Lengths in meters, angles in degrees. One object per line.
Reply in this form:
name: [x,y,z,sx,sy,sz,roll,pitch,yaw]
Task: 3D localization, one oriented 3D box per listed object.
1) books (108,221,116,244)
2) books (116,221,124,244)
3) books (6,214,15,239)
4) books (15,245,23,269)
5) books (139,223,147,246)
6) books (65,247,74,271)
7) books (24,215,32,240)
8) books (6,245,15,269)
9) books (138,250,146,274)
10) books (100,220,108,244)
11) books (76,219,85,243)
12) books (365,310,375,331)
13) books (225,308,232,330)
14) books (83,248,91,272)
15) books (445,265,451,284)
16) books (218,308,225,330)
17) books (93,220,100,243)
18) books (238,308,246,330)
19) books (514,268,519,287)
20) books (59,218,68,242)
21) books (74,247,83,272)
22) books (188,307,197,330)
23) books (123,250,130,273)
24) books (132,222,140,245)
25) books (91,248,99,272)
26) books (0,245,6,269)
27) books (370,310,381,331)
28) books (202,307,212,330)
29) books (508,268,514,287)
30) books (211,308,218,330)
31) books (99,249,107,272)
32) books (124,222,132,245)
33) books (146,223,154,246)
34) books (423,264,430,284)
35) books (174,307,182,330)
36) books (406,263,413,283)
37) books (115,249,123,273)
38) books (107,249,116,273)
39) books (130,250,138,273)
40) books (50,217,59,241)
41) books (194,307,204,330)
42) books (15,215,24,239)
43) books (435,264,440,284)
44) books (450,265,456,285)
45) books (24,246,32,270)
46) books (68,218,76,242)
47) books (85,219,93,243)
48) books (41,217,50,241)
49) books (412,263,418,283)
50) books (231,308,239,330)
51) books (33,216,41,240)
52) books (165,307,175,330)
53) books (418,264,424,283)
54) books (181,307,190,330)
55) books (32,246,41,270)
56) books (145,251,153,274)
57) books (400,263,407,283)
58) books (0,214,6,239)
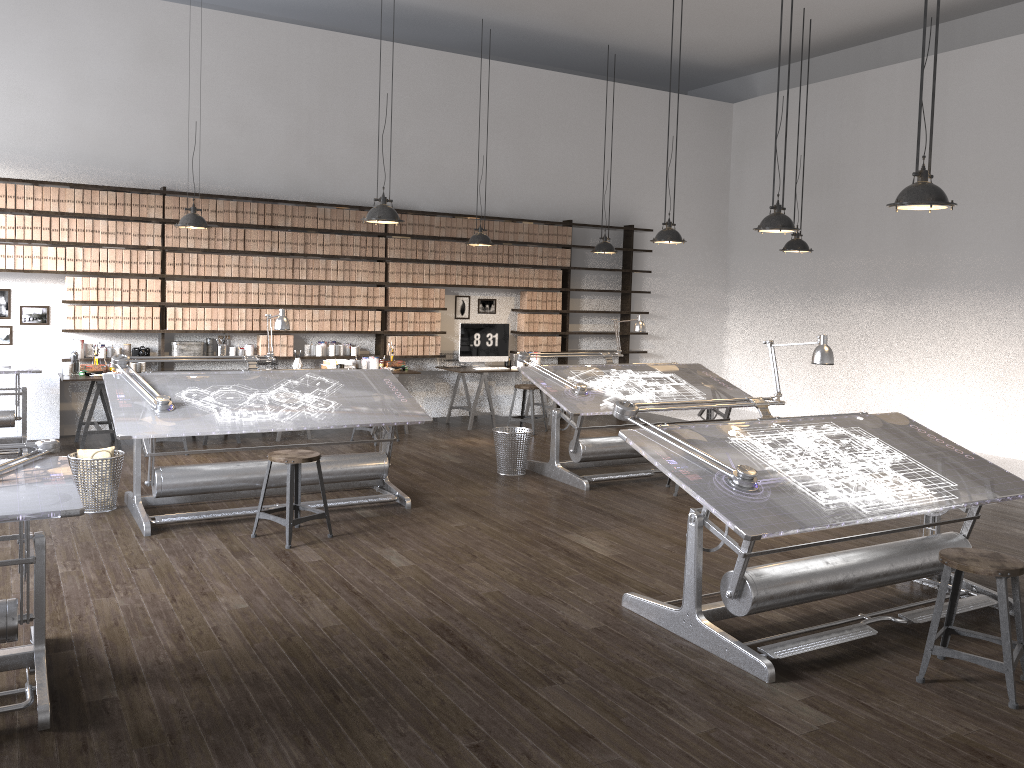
books: [-3.862,-1.454,8.534,0.067,0.225,0.175,0,4,-30]
books: [-3.804,-1.456,8.573,0.067,0.225,0.175,0,4,-30]
books: [-4.591,-1.433,8.111,0.067,0.225,0.175,0,4,-30]
books: [-4.544,-1.162,8.164,0.067,0.225,0.175,0,4,-30]
books: [-3.625,-1.461,8.676,0.067,0.225,0.175,0,4,-30]
books: [-4.178,-1.178,8.368,0.067,0.225,0.175,0,4,-30]
books: [-4.476,-1.437,8.182,0.067,0.225,0.175,0,4,-30]
books: [-4.603,-1.159,8.125,0.067,0.225,0.175,0,4,-30]
books: [-3.642,-1.195,8.686,0.067,0.225,0.175,0,4,-30]
books: [-3.926,-1.452,8.500,0.067,0.225,0.175,0,4,-30]
books: [-4.098,-1.448,8.403,0.067,0.225,0.175,0,4,-30]
books: [-1.599,-0.708,9.902,0.067,0.225,0.175,0,4,-30]
books: [-2.945,-0.670,9.128,0.067,0.225,0.175,0,4,-30]
books: [-4.059,-1.183,8.446,0.067,0.225,0.175,0,4,-30]
books: [-0.786,-1.276,10.340,0.067,0.225,0.175,0,4,-30]
books: [-3.000,-0.667,9.089,0.067,0.225,0.175,0,4,-30]
books: [-3.981,-1.451,8.470,0.067,0.225,0.175,0,4,-30]
books: [-2.820,-0.673,9.195,0.067,0.225,0.175,0,4,-30]
books: [0.014,-1.299,10.800,0.067,0.225,0.175,0,4,-30]
books: [-4.219,-1.444,8.329,0.067,0.225,0.175,0,4,-30]
books: [-4.117,-1.181,8.408,0.067,0.225,0.175,0,4,-30]
books: [-3.238,-0.661,8.957,0.067,0.225,0.175,0,4,-30]
books: [-3.759,-1.190,8.612,0.067,0.225,0.175,0,4,-30]
books: [-3.680,-1.459,8.639,0.067,0.225,0.175,0,4,-30]
books: [-3.997,-1.184,8.479,0.067,0.225,0.175,0,4,-30]
books: [-4.667,-1.158,8.094,0.067,0.225,0.175,0,4,-30]
books: [-1.532,-0.710,9.942,0.067,0.225,0.175,0,4,-30]
books: [-3.114,-0.664,9.027,0.067,0.225,0.175,0,4,-30]
books: [-0.047,-1.297,10.761,0.067,0.225,0.175,0,4,-30]
books: [-3.060,-0.666,9.060,0.067,0.225,0.175,0,4,-30]
books: [-3.934,-1.186,8.511,0.067,0.225,0.175,0,4,-30]
books: [-3.744,-1.458,8.610,0.067,0.225,0.175,0,4,-30]
books: [-3.570,-1.463,8.706,0.067,0.225,0.175,0,4,-30]
books: [-1.017,-1.269,10.201,0.067,0.225,0.175,0,4,-30]
books: [-3.358,-0.657,8.885,0.067,0.225,0.175,0,4,-30]
books: [-1.199,-1.264,10.097,0.067,0.225,0.175,0,4,-30]
books: [-3.819,-1.189,8.582,0.067,0.225,0.175,0,4,-30]
books: [-3.873,-1.188,8.549,0.067,0.225,0.175,0,4,-30]
books: [-3.704,-1.193,8.650,0.067,0.225,0.175,0,4,-30]
books: [-4.283,-1.443,8.297,0.067,0.225,0.175,0,4,-30]
books: [-3.176,-0.663,8.989,0.067,0.225,0.175,0,4,-30]
books: [-4.529,-1.435,8.147,0.067,0.225,0.175,0,4,-30]
books: [-0.901,-1.273,10.272,0.067,0.225,0.175,0,4,-30]
books: [-0.725,-1.278,10.376,0.067,0.225,0.175,0,4,-30]
books: [-4.482,-1.163,8.200,0.067,0.225,0.175,0,4,-30]
books: [-4.159,-1.446,8.368,0.067,0.225,0.175,0,4,-30]
books: [-4.037,-1.449,8.432,0.067,0.225,0.175,0,4,-30]
books: [-4.345,-1.440,8.255,0.067,0.225,0.175,0,4,-30]
books: [-1.141,-1.266,10.136,0.067,0.225,0.175,0,4,-30]
books: [-2.883,-0.671,9.163,0.067,0.225,0.175,0,4,-30]
books: [-4.412,-1.439,8.222,0.067,0.225,0.175,0,4,-30]
books: [-3.419,-0.655,8.846,0.067,0.225,0.175,0,4,-30]
books: [-1.080,-1.267,10.169,0.067,0.225,0.175,0,4,-30]
books: [-3.300,-0.660,8.924,0.067,0.225,0.175,0,4,-30]
books: [-4.421,-1.164,8.229,0.067,0.225,0.175,0,4,-30]
books: [-3.579,-1.196,8.718,0.067,0.225,0.175,0,4,-30]
books: [-1.260,-1.262,10.058,0.067,0.225,0.175,0,4,-30]
books: [-4.655,-1.432,8.077,0.067,0.225,0.175,0,4,-30]
